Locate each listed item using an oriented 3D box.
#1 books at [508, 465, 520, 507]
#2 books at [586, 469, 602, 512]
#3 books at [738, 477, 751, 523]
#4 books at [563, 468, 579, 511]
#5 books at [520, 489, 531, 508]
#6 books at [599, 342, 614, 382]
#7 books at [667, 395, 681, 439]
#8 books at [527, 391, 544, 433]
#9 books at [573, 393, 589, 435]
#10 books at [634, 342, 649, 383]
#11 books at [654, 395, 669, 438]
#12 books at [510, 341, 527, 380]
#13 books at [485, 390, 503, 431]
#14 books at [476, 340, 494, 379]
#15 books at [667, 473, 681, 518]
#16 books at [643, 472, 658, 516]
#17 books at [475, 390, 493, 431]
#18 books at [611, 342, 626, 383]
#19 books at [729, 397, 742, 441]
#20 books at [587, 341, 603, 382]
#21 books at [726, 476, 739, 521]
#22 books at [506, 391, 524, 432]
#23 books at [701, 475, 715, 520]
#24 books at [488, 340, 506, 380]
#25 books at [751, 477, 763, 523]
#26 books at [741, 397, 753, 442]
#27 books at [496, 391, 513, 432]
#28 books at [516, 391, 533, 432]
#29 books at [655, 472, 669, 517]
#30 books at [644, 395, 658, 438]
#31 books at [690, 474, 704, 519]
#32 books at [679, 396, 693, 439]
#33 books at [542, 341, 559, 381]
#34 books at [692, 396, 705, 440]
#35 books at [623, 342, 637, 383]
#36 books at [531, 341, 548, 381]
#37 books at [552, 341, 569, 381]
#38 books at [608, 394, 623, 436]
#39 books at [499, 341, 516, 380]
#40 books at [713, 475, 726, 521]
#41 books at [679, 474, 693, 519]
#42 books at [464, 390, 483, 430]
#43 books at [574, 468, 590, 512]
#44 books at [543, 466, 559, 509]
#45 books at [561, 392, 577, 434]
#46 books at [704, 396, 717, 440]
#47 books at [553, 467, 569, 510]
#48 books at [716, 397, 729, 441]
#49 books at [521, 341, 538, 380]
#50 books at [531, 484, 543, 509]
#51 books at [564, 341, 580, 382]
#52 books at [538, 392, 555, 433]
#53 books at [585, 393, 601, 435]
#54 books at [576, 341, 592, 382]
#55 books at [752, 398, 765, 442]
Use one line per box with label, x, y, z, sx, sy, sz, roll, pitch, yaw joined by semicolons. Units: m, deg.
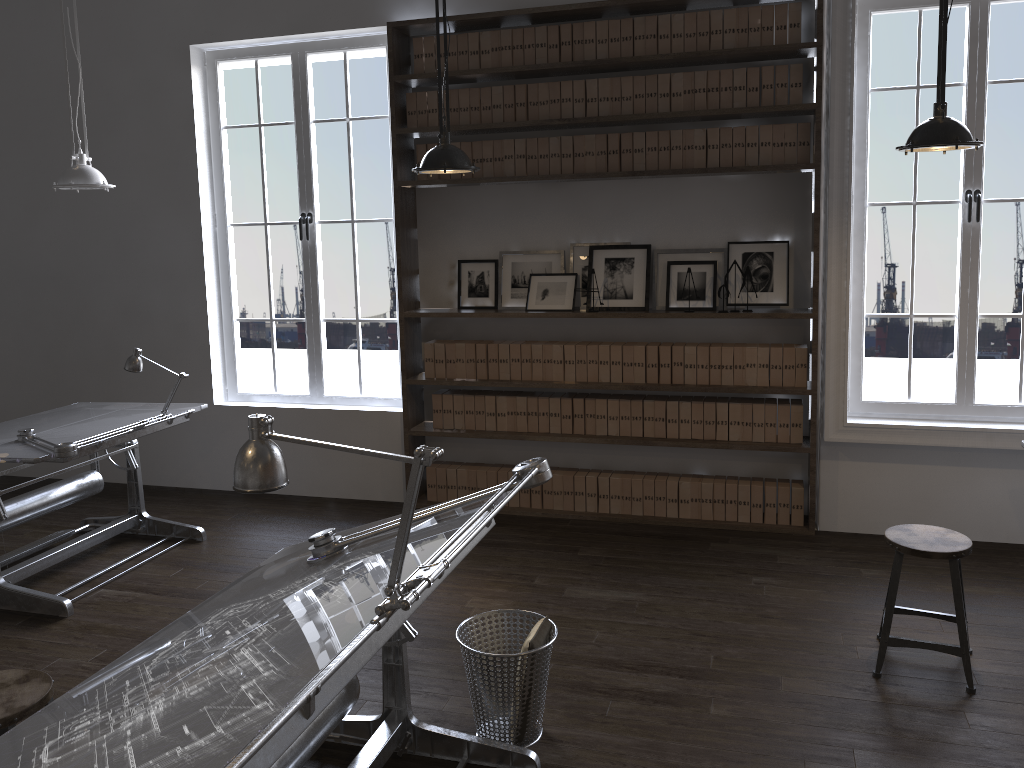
books;0.034;0.646;5.606;0.067;0.224;0.175;1;8;17
books;0.508;0.658;5.467;0.067;0.224;0.175;1;8;16
books;1.368;0.680;5.211;0.067;0.224;0.175;1;8;16
books;0.368;0.655;5.505;0.067;0.224;0.176;1;8;17
books;0.104;0.647;5.590;0.067;0.224;0.176;1;8;17
books;0.572;-0.133;5.344;0.067;0.224;0.175;1;8;17
books;0.964;0.195;5.266;0.067;0.224;0.176;1;8;17
books;0.151;0.173;5.513;0.067;0.224;0.176;1;8;17
books;0.425;0.181;5.427;0.067;0.224;0.176;1;8;17
books;0.772;-0.128;5.286;0.067;0.224;0.176;1;8;17
books;0.895;0.193;5.287;0.067;0.224;0.176;1;8;16
books;0.045;-0.147;5.503;0.067;0.224;0.175;1;8;16
books;-0.109;0.167;5.585;0.067;0.224;0.176;1;8;16
books;-0.164;-0.152;5.560;0.067;0.224;0.176;1;8;16
books;0.974;0.670;5.327;0.067;0.224;0.176;1;8;16
books;0.841;0.665;5.372;0.067;0.224;0.175;1;8;17
books;-0.175;0.165;5.609;0.067;0.224;0.176;1;8;17
books;0.640;-0.131;5.320;0.067;0.224;0.176;1;8;17
books;1.305;0.203;5.169;0.067;0.224;0.176;1;8;16
books;0.506;-0.135;5.367;0.067;0.224;0.175;1;8;16
books;1.302;0.677;5.235;0.067;0.224;0.175;1;8;17
books;0.022;0.170;5.550;0.067;0.224;0.176;1;8;17
books;1.167;0.675;5.269;0.067;0.224;0.176;1;8;16
books;-0.091;-0.151;5.544;0.067;0.224;0.176;1;8;17
books;1.438;0.681;5.195;0.067;0.224;0.176;1;8;16
books;1.366;0.204;5.152;0.067;0.224;0.176;1;8;16
books;-0.039;0.169;5.566;0.067;0.224;0.176;1;8;17
books;0.084;0.172;5.527;0.067;0.224;0.176;1;8;16
books;0.908;0.667;5.351;0.067;0.224;0.176;1;8;17
books;0.835;0.191;5.309;0.067;0.224;0.176;1;8;17
books;1.105;0.673;5.292;0.067;0.224;0.176;1;8;17
books;1.034;0.196;5.249;0.067;0.224;0.175;1;8;17
books;0.241;-0.142;5.443;0.067;0.224;0.176;1;8;16
books;1.102;0.197;5.233;0.067;0.224;0.175;1;8;16
books;0.710;-0.129;5.300;0.067;0.224;0.176;1;8;16
books;0.176;-0.143;5.458;0.067;0.224;0.176;1;8;17
books;0.301;-0.140;5.424;0.067;0.224;0.176;1;8;16
books;0.629;0.186;5.369;0.067;0.224;0.175;1;8;16
books;-0.024;-0.148;5.519;0.067;0.224;0.175;1;8;17
books;1.234;0.676;5.255;0.067;0.224;0.176;1;8;17
books;1.044;0.671;5.308;0.067;0.224;0.176;1;8;17
books;-0.242;0.163;5.630;0.067;0.224;0.175;1;8;17
books;0.438;0.656;5.484;0.067;0.224;0.176;1;8;16
books;0.247;0.650;5.548;0.067;0.224;0.176;1;8;17
books;0.355;0.178;5.453;0.067;0.224;0.176;1;8;16
books;1.169;0.199;5.211;0.067;0.224;0.176;1;8;16
books;0.309;0.652;5.527;0.067;0.224;0.176;1;8;16
books;1.235;0.202;5.187;0.067;0.224;0.176;1;8;17
books;0.113;-0.145;5.483;0.067;0.224;0.176;1;8;16
books;0.174;0.649;5.564;0.067;0.224;0.176;1;8;16
books;0.370;-0.138;5.402;0.067;0.224;0.176;1;8;17
books;0.219;0.175;5.493;0.067;0.224;0.175;1;8;17
books;0.498;0.182;5.411;0.067;0.224;0.176;1;8;16
books;0.439;-0.137;5.385;0.067;0.224;0.176;1;8;16
books;1.428;0.207;5.129;0.067;0.224;0.176;1;8;17
